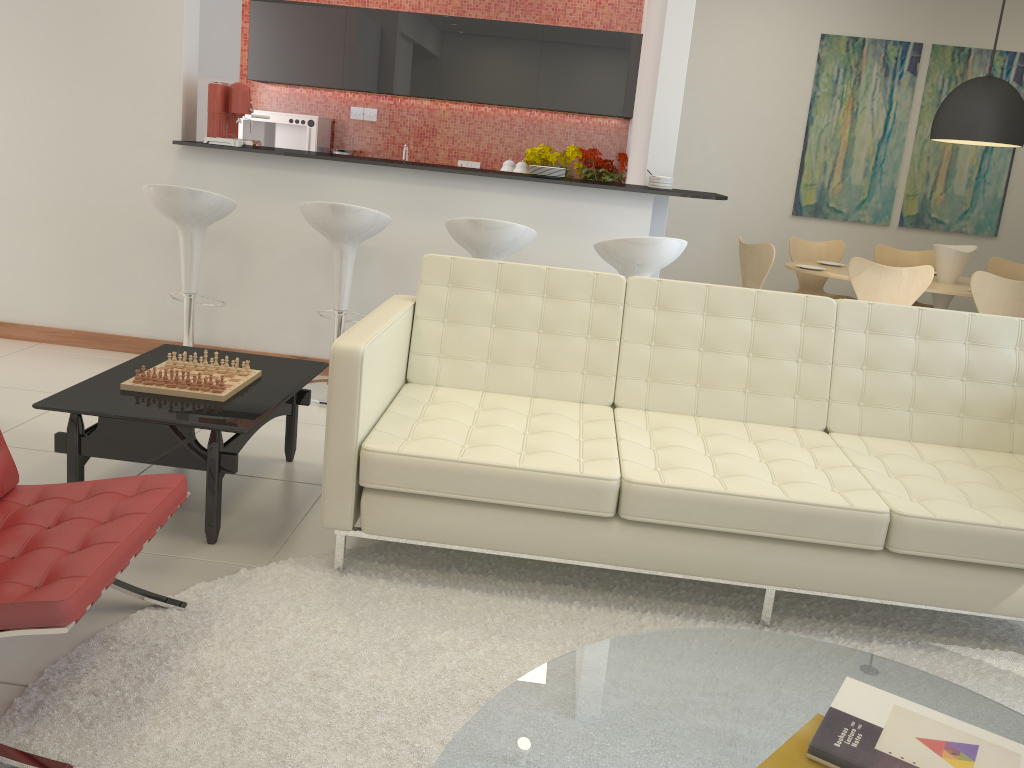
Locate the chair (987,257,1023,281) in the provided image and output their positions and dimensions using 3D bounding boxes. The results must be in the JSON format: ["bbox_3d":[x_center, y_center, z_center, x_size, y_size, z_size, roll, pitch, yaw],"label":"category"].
[{"bbox_3d":[3.836,-0.480,6.762,0.524,0.896,0.519,12,14,26],"label":"chair"}]

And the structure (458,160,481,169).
[{"bbox_3d":[-0.379,-1.902,7.760,0.198,0.098,0.017,7,12,3],"label":"structure"}]

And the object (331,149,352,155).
[{"bbox_3d":[-1.453,-1.881,7.519,0.172,0.213,0.173,11,14,21],"label":"object"}]

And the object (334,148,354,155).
[{"bbox_3d":[-1.475,-1.945,7.748,0.172,0.213,0.173,11,14,21],"label":"object"}]

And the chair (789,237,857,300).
[{"bbox_3d":[2.404,-0.654,6.867,0.521,0.896,0.522,2,13,-17],"label":"chair"}]

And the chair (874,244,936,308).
[{"bbox_3d":[3.068,-0.601,6.922,0.522,0.896,0.521,7,13,7],"label":"chair"}]

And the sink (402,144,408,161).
[{"bbox_3d":[-0.928,-1.783,7.584,0.808,0.531,0.422,7,13,3],"label":"sink"}]

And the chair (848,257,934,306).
[{"bbox_3d":[2.389,-0.380,5.832,0.522,0.896,0.521,8,13,10],"label":"chair"}]

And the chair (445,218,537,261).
[{"bbox_3d":[-0.146,-0.341,4.480,0.458,1.009,0.469,9,13,14],"label":"chair"}]

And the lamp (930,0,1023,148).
[{"bbox_3d":[3.301,-2.393,6.011,0.594,1.476,0.601,7,12,5],"label":"lamp"}]

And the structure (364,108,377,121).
[{"bbox_3d":[-1.237,-2.354,7.740,0.114,0.103,0.009,7,12,3],"label":"structure"}]

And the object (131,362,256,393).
[{"bbox_3d":[-1.134,-0.026,3.163,0.346,0.001,0.354,7,15,3],"label":"object"}]

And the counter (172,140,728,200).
[{"bbox_3d":[-0.294,-1.198,4.953,2.965,0.019,0.745,7,15,3],"label":"counter"}]

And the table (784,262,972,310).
[{"bbox_3d":[3.077,-0.384,6.445,2.263,0.720,1.295,7,14,4],"label":"table"}]

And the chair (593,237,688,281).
[{"bbox_3d":[0.582,-0.257,4.444,0.456,1.009,0.470,4,13,-11],"label":"chair"}]

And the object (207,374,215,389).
[{"bbox_3d":[-1.039,-0.012,3.055,0.030,0.049,0.030,8,13,10],"label":"object"}]

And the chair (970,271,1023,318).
[{"bbox_3d":[3.098,-0.291,5.767,0.521,0.896,0.522,7,13,3],"label":"chair"}]

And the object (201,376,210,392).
[{"bbox_3d":[-1.042,-0.003,3.015,0.030,0.051,0.030,8,13,10],"label":"object"}]

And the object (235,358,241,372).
[{"bbox_3d":[-1.022,-0.074,3.289,0.030,0.051,0.030,5,13,-4],"label":"object"}]

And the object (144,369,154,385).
[{"bbox_3d":[-1.241,-0.026,3.026,0.030,0.051,0.030,8,13,10],"label":"object"}]

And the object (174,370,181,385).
[{"bbox_3d":[-1.159,-0.026,3.061,0.030,0.049,0.030,8,13,10],"label":"object"}]

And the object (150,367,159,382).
[{"bbox_3d":[-1.238,-0.035,3.065,0.030,0.049,0.030,8,13,10],"label":"object"}]

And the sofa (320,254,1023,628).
[{"bbox_3d":[0.748,0.175,3.040,2.565,0.912,1.013,7,13,3],"label":"sofa"}]

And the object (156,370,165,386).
[{"bbox_3d":[-1.201,-0.023,3.024,0.030,0.054,0.030,8,13,10],"label":"object"}]

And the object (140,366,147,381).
[{"bbox_3d":[-1.278,-0.039,3.068,0.030,0.049,0.030,8,13,10],"label":"object"}]

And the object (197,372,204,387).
[{"bbox_3d":[-1.079,-0.016,3.057,0.030,0.049,0.030,8,13,10],"label":"object"}]

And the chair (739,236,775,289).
[{"bbox_3d":[1.833,-0.559,6.289,0.515,0.896,0.528,3,13,-13],"label":"chair"}]

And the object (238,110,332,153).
[{"bbox_3d":[-1.967,-2.075,7.568,0.722,0.465,0.441,7,13,3],"label":"object"}]

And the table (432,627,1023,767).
[{"bbox_3d":[0.470,0.914,1.166,1.321,0.399,1.557,6,15,2],"label":"table"}]

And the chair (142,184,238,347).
[{"bbox_3d":[-1.659,-0.517,4.561,0.458,1.009,0.469,9,13,14],"label":"chair"}]

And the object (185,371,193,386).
[{"bbox_3d":[-1.119,-0.021,3.059,0.030,0.049,0.030,8,13,10],"label":"object"}]

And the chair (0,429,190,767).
[{"bbox_3d":[-1.216,0.297,2.053,0.706,0.807,0.709,5,13,-2],"label":"chair"}]

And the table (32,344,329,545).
[{"bbox_3d":[-1.149,0.189,3.243,0.701,0.417,0.928,7,14,3],"label":"table"}]

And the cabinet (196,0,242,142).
[{"bbox_3d":[-2.710,-1.651,5.519,1.637,2.494,1.069,7,12,3],"label":"cabinet"}]

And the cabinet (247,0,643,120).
[{"bbox_3d":[-0.566,-2.725,7.435,3.243,0.652,0.356,7,12,3],"label":"cabinet"}]

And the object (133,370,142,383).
[{"bbox_3d":[-1.281,-0.027,3.029,0.030,0.043,0.030,8,13,10],"label":"object"}]

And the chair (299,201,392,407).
[{"bbox_3d":[-0.872,-0.425,4.519,0.458,1.009,0.469,9,13,14],"label":"chair"}]

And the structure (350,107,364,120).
[{"bbox_3d":[-1.355,-2.367,7.744,0.114,0.103,0.013,7,12,3],"label":"structure"}]

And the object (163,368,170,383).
[{"bbox_3d":[-1.198,-0.030,3.063,0.030,0.049,0.030,8,13,10],"label":"object"}]

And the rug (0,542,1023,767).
[{"bbox_3d":[0.520,0.906,1.988,3.329,0.004,2.473,7,15,4],"label":"rug"}]

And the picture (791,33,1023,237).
[{"bbox_3d":[3.344,-2.078,7.436,1.739,1.489,0.020,7,12,3],"label":"picture"}]
